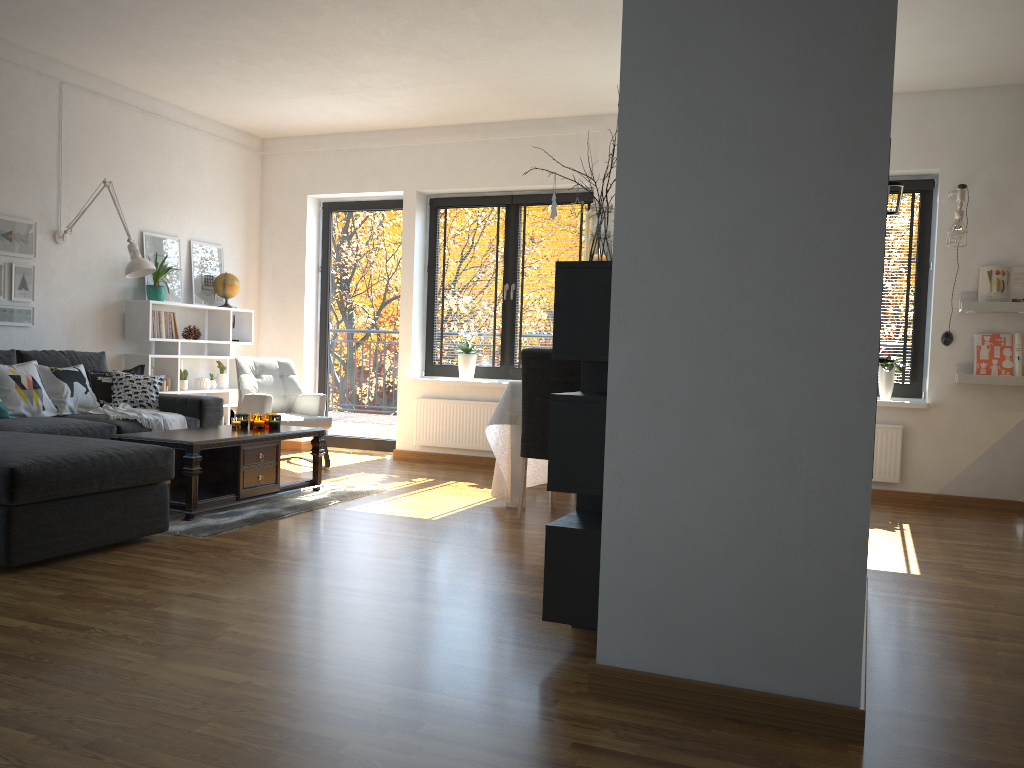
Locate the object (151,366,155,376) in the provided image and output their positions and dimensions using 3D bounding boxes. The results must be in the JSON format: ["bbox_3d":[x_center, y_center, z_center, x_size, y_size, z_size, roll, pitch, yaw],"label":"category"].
[{"bbox_3d":[-2.759,-0.045,6.706,0.108,0.197,0.108,4,3,33],"label":"object"}]

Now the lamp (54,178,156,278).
[{"bbox_3d":[-2.750,-1.060,6.048,0.698,0.670,0.200,3,3,13],"label":"lamp"}]

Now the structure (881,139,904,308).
[{"bbox_3d":[1.181,-0.465,2.766,0.052,0.462,0.585,3,2,22],"label":"structure"}]

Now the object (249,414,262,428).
[{"bbox_3d":[-1.569,0.225,5.427,0.079,0.081,0.079,3,2,17],"label":"object"}]

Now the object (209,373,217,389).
[{"bbox_3d":[-2.478,-0.025,7.324,0.072,0.137,0.072,2,2,2],"label":"object"}]

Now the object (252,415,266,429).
[{"bbox_3d":[-1.525,0.229,5.350,0.079,0.081,0.079,3,2,17],"label":"object"}]

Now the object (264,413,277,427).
[{"bbox_3d":[-1.498,0.225,5.496,0.079,0.081,0.079,3,2,17],"label":"object"}]

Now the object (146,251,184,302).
[{"bbox_3d":[-2.696,-0.809,6.734,0.387,0.372,0.424,2,2,9],"label":"object"}]

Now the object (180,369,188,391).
[{"bbox_3d":[-2.574,-0.033,6.920,0.087,0.173,0.088,4,3,38],"label":"object"}]

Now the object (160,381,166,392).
[{"bbox_3d":[-2.713,0.013,6.717,0.176,0.084,0.078,2,2,-10],"label":"object"}]

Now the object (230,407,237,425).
[{"bbox_3d":[-2.404,0.318,7.555,0.118,0.246,0.126,3,3,29],"label":"object"}]

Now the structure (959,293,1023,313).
[{"bbox_3d":[3.242,-0.530,5.753,0.594,0.129,0.147,3,2,22],"label":"structure"}]

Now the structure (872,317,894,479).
[{"bbox_3d":[1.163,0.037,2.789,0.052,0.462,0.585,3,2,22],"label":"structure"}]

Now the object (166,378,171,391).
[{"bbox_3d":[-2.641,0.005,6.811,0.039,0.099,0.039,3,3,18],"label":"object"}]

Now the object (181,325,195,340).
[{"bbox_3d":[-2.582,-0.413,7.068,0.102,0.127,0.094,1,2,-23],"label":"object"}]

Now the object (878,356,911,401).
[{"bbox_3d":[2.586,-0.042,6.153,0.292,0.316,0.354,3,2,13],"label":"object"}]

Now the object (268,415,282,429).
[{"bbox_3d":[-1.446,0.230,5.405,0.079,0.081,0.079,3,2,17],"label":"object"}]

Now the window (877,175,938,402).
[{"bbox_3d":[2.212,-0.695,6.471,1.561,1.589,0.119,3,3,22],"label":"window"}]

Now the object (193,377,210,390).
[{"bbox_3d":[-2.516,-0.002,7.191,0.134,0.098,0.132,2,2,-8],"label":"object"}]

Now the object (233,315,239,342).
[{"bbox_3d":[-2.382,-0.476,7.596,0.066,0.230,0.075,2,3,2],"label":"object"}]

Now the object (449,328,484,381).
[{"bbox_3d":[-0.370,-0.247,7.300,0.286,0.444,0.340,2,2,10],"label":"object"}]

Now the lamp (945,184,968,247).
[{"bbox_3d":[2.914,-1.086,5.800,0.131,0.395,0.311,3,3,27],"label":"lamp"}]

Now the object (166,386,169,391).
[{"bbox_3d":[-2.641,0.034,6.766,0.040,0.044,0.040,0,3,-42],"label":"object"}]

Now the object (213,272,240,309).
[{"bbox_3d":[-2.399,-0.788,7.458,0.215,0.305,0.217,4,3,39],"label":"object"}]

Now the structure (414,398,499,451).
[{"bbox_3d":[-0.139,0.377,7.184,1.457,0.460,0.078,3,3,21],"label":"structure"}]

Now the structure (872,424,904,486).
[{"bbox_3d":[1.987,0.479,6.327,1.456,0.460,0.078,3,3,23],"label":"structure"}]

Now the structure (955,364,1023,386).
[{"bbox_3d":[3.226,-0.058,5.775,0.594,0.129,0.147,3,2,22],"label":"structure"}]

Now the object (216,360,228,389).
[{"bbox_3d":[-2.426,-0.075,7.427,0.098,0.236,0.097,2,3,9],"label":"object"}]

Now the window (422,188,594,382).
[{"bbox_3d":[4.917,1.233,18.119,21.830,18.383,12.963,0,3,-38],"label":"window"}]

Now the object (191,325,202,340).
[{"bbox_3d":[-2.550,-0.413,7.142,0.096,0.125,0.101,4,3,37],"label":"object"}]

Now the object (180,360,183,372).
[{"bbox_3d":[-2.651,-0.073,7.070,0.051,0.238,0.051,4,3,40],"label":"object"}]

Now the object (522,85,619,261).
[{"bbox_3d":[0.238,-0.630,2.803,0.426,0.522,0.298,3,3,19],"label":"object"}]

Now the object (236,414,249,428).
[{"bbox_3d":[-1.642,0.223,5.398,0.079,0.081,0.079,3,2,17],"label":"object"}]

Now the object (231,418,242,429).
[{"bbox_3d":[-1.654,0.235,5.322,0.060,0.061,0.060,3,2,27],"label":"object"}]

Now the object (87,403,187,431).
[{"bbox_3d":[-2.416,0.241,5.551,0.605,0.212,0.488,3,2,18],"label":"object"}]

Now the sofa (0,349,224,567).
[{"bbox_3d":[-2.414,0.249,4.881,2.162,0.848,2.508,3,2,22],"label":"sofa"}]
